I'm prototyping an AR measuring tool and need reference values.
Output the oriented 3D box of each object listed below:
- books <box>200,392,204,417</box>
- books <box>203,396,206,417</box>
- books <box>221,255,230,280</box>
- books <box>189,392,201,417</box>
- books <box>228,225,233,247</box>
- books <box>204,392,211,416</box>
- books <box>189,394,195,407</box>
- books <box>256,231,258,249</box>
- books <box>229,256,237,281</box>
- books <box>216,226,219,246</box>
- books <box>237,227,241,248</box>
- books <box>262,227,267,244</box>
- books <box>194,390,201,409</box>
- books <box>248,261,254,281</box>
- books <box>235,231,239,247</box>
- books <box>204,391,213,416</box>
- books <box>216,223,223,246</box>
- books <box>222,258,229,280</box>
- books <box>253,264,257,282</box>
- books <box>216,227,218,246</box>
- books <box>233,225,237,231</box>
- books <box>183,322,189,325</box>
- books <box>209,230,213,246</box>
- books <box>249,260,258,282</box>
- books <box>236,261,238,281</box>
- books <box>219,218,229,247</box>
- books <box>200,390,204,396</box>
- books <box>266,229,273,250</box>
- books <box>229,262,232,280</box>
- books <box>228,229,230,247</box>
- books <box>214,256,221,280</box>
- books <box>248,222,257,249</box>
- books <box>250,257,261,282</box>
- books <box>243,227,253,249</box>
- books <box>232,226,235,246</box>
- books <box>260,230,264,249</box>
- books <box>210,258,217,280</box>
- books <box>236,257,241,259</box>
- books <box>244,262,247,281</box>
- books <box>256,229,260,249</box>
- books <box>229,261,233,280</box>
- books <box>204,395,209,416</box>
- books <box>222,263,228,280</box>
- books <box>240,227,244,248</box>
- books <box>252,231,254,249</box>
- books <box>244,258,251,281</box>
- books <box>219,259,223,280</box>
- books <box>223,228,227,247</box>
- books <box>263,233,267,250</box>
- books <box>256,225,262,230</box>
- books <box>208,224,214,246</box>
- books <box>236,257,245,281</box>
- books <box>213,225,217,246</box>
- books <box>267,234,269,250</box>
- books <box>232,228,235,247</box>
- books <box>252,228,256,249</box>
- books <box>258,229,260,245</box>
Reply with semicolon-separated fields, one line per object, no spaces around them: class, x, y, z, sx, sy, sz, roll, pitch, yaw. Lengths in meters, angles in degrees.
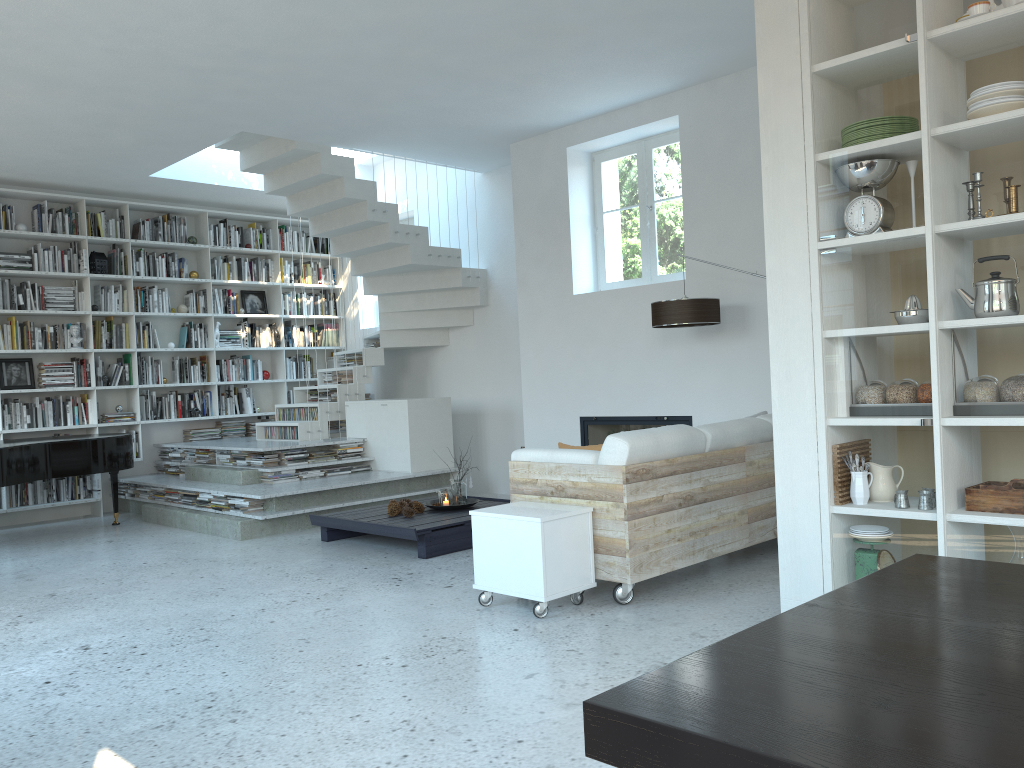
books;-3.395;0.223;9.624;0.021;0.265;0.150;-4;1;-45
books;-3.373;0.244;9.628;0.013;0.220;0.168;-4;1;-45
books;-3.189;-1.275;9.866;0.011;0.296;0.162;-4;1;-45
books;-3.429;0.224;9.576;0.070;0.266;0.186;-4;1;-45
books;-3.167;-1.626;9.887;0.014;0.262;0.168;-4;1;-45
books;-3.335;0.223;9.668;0.026;0.258;0.156;-4;1;-45
books;-3.460;0.234;9.552;0.012;0.249;0.164;-4;1;-45
books;-2.941;-1.620;10.103;0.007;0.226;0.170;-4;1;-45
books;-3.133;-1.273;9.912;0.026;0.288;0.156;-4;1;-45
books;-3.284;-1.614;9.803;0.027;0.249;0.140;-4;1;-45
books;-3.102;-1.626;9.978;0.012;0.254;0.161;-4;1;-45
books;-2.868;-1.651;10.210;0.025;0.279;0.136;-4;1;-45
books;-3.407;0.209;9.611;0.013;0.294;0.134;-4;1;-45
books;-2.979;-1.258;10.049;0.014;0.240;0.189;-4;1;-45
books;-3.119;-1.599;9.928;0.023;0.202;0.190;-4;1;-45
books;-3.318;0.215;9.686;0.025;0.272;0.171;-4;1;-45
books;-3.246;-1.630;9.816;0.048;0.278;0.150;-4;1;-45
books;-3.196;-1.257;9.847;0.026;0.261;0.167;-4;1;-45
books;-2.958;-1.248;10.079;0.031;0.217;0.165;-4;1;-45
books;-3.289;-1.604;9.772;0.024;0.231;0.168;-4;1;-45
books;-3.126;-1.637;9.958;0.012;0.279;0.153;-4;1;-45
books;-3.504;-0.519;9.553;0.016;0.290;0.135;-4;1;-45
books;-3.331;-1.578;9.709;0.022;0.182;0.190;-4;1;-45
books;-2.946;-1.271;10.104;0.023;0.264;0.156;-4;1;-45
books;-3.121;-1.249;9.937;0.025;0.238;0.143;-4;1;-45
books;-3.197;-1.660;9.853;0.014;0.332;0.180;-4;1;-45
books;-3.384;0.213;9.654;0.012;0.282;0.143;-4;1;-45
books;-2.817;-1.646;10.239;0.026;0.263;0.163;-4;1;-45
books;-3.173;-1.239;9.880;0.030;0.224;0.158;-4;1;-45
books;-3.195;-1.604;9.886;0.030;0.220;0.133;-4;1;-45
books;-3.267;-1.263;9.790;0.051;0.282;0.166;-4;1;-45
books;-2.954;-1.667;10.103;0.007;0.321;0.165;-4;1;-45
books;-2.921;-1.288;10.109;0.022;0.294;0.181;-4;1;-45
books;-2.991;-1.633;10.055;0.019;0.256;0.169;-4;1;-45
books;-3.145;-1.624;9.921;0.021;0.254;0.151;-4;1;-45
books;-2.900;-1.627;10.145;0.018;0.235;0.186;-4;1;-45
books;-3.300;-1.248;9.761;0.012;0.254;0.161;-4;1;-45
books;-3.086;-1.275;9.984;0.012;0.285;0.159;-4;1;-45
books;-3.037;-1.249;9.986;0.030;0.230;0.187;-4;1;-45
books;-2.934;-1.632;10.120;0.031;0.249;0.164;-4;1;-45
books;-3.164;-1.246;9.909;0.024;0.236;0.146;-4;1;-45
books;-3.348;0.239;9.646;0.025;0.228;0.175;-4;1;-45
books;-3.210;-1.229;9.826;0.025;0.207;0.175;-4;1;-45
books;-3.078;-1.629;9.983;0.030;0.257;0.165;-4;1;-45
books;-2.982;-1.616;10.066;0.008;0.220;0.182;-4;1;-45
books;-3.018;-1.277;10.043;0.048;0.283;0.162;-4;1;-45
books;-3.245;-1.249;9.824;0.026;0.251;0.130;-4;1;-45
books;-3.218;-1.608;9.846;0.030;0.231;0.148;-4;1;-45
books;-2.873;-1.616;10.179;0.029;0.210;0.169;-4;1;-45
books;-2.902;-1.659;10.172;0.020;0.299;0.131;-4;1;-45
books;-3.324;-1.612;9.734;0.025;0.250;0.178;-4;1;-45
books;-3.065;-1.266;9.919;0.032;0.265;0.245;-4;1;-45
books;-3.302;-1.609;9.749;0.026;0.242;0.184;-4;1;-45
books;-2.851;-1.618;10.235;0.031;0.211;0.131;-4;1;-45
books;-3.154;-1.614;9.900;0.022;0.236;0.172;-4;1;-45
books;-2.973;-1.632;10.084;0.016;0.252;0.189;-4;1;-45
books;-2.928;-1.637;10.148;0.017;0.257;0.146;-4;1;-45
